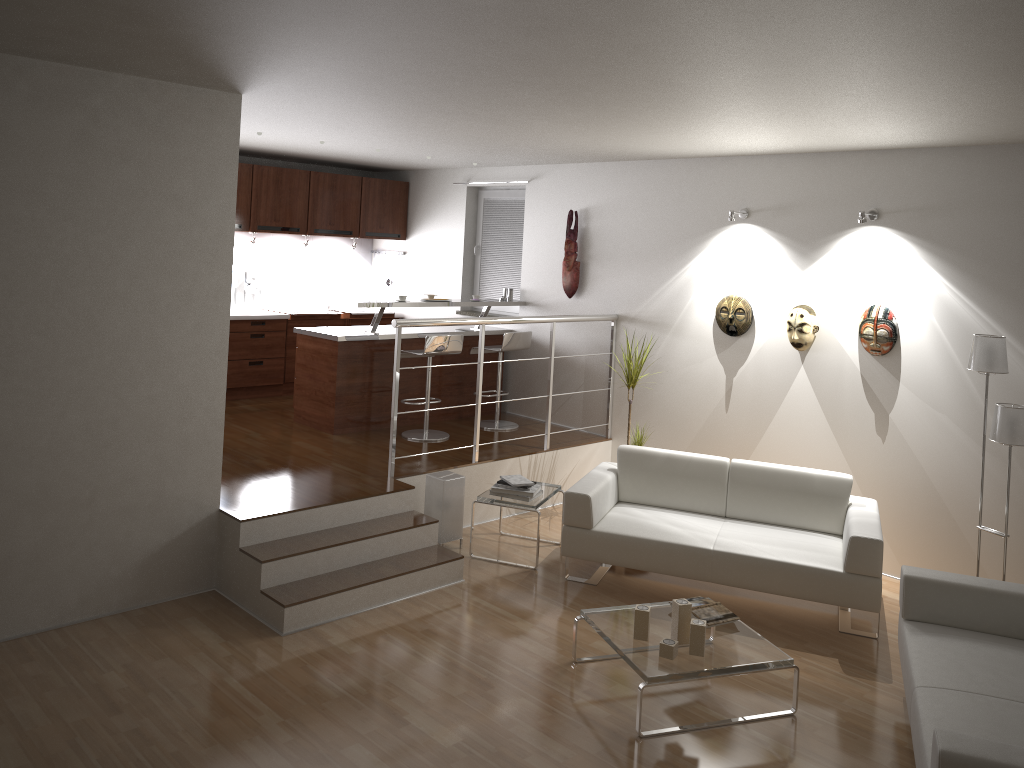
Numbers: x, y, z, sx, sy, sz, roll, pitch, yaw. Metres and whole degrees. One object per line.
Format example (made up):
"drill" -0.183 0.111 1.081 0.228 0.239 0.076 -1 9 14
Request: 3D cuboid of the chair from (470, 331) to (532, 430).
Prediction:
"chair" -0.103 -0.054 7.664 0.428 0.846 0.386 4 2 41

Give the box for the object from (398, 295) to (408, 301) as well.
"object" -0.906 -0.711 7.278 0.079 0.045 0.068 3 6 0

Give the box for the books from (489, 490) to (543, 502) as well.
"books" 0.028 0.710 5.748 0.289 0.027 0.228 7 10 25

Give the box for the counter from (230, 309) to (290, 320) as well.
"counter" -3.151 -0.630 8.039 2.104 0.040 0.687 -6 12 -44

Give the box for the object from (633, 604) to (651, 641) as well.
"object" 0.600 1.093 4.036 0.067 0.150 0.067 3 1 15

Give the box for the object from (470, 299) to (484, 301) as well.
"object" -0.328 -0.754 7.895 0.140 0.008 0.130 7 10 24

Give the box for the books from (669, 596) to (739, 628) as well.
"books" 0.944 1.116 4.307 0.203 0.055 0.295 -2 10 -29

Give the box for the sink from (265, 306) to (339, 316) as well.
"sink" -2.160 -0.682 9.030 0.601 0.199 0.606 -5 11 -44

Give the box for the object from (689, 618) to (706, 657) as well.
"object" 0.829 1.125 3.909 0.067 0.151 0.067 3 1 15

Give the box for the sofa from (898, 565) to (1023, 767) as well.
"sofa" 1.991 1.238 3.278 0.909 0.734 1.794 5 8 20

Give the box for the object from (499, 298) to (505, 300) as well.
"object" -0.095 -0.796 8.214 0.051 0.019 0.051 -4 10 -41

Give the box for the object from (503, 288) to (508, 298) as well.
"object" -0.061 -0.848 8.271 0.053 0.109 0.052 4 2 29

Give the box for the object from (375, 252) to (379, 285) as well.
"object" -1.511 -1.287 9.818 0.008 0.376 0.033 3 0 -45

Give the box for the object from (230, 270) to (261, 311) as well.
"object" -2.659 -0.937 8.753 0.329 0.404 0.164 0 3 -45

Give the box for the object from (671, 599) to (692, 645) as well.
"object" 0.776 1.083 4.015 0.067 0.196 0.067 3 1 -20

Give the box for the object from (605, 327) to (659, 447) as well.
"object" 0.883 0.302 6.603 0.500 1.470 0.442 3 1 -32

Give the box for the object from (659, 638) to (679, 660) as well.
"object" 0.692 1.163 3.866 0.067 0.074 0.067 5 4 30

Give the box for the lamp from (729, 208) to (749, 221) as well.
"lamp" 1.678 -1.263 6.524 0.191 0.108 0.081 -3 7 -44

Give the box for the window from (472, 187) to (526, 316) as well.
"window" -0.084 -1.320 8.669 0.141 1.264 0.849 3 2 -45

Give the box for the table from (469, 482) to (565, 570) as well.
"table" 0.047 0.911 5.837 0.466 0.398 0.553 5 6 20

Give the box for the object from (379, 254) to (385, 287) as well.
"object" -1.432 -1.269 9.728 0.020 0.377 0.107 3 0 -45

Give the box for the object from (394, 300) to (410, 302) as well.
"object" -0.921 -0.688 7.270 0.129 0.008 0.141 -5 12 -41

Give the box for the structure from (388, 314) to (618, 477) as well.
"structure" 0.021 0.013 6.615 2.325 1.046 0.057 -4 5 -44

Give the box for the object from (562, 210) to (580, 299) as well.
"object" 0.528 -1.148 7.746 0.151 0.787 0.151 3 0 0

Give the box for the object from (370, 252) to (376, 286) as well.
"object" -1.568 -1.294 9.858 0.033 0.381 0.065 3 0 -45

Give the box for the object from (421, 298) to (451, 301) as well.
"object" -0.659 -0.736 7.659 0.309 0.011 0.220 -5 12 -42

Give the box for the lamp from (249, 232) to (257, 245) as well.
"lamp" -2.493 -1.400 8.423 0.080 0.124 0.080 3 2 -5

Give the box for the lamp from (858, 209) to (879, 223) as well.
"lamp" 2.361 -1.119 5.824 0.191 0.108 0.081 -3 7 -44

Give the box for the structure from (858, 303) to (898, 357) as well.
"structure" 2.412 -0.359 5.807 0.075 0.353 0.266 3 2 -45

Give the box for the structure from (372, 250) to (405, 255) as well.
"structure" -1.382 -1.461 9.734 0.048 0.034 0.603 -3 10 -44

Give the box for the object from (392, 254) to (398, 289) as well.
"object" -1.269 -1.232 9.558 0.024 0.381 0.072 3 0 -45

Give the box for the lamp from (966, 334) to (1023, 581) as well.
"lamp" 2.644 0.575 4.795 0.208 1.666 0.366 3 0 -25

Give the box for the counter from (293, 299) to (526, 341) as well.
"counter" -0.806 -0.611 7.874 2.104 0.316 0.846 -5 11 -44

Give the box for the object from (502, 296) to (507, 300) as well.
"object" -0.070 -0.807 8.208 0.051 0.045 0.051 3 5 3

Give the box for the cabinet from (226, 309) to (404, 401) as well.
"cabinet" -2.671 -0.299 8.526 3.506 0.795 0.686 -5 8 -44

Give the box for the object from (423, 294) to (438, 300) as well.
"object" -0.696 -0.754 7.610 0.140 0.041 0.131 -4 11 -42

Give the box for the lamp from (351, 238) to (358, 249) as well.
"lamp" -1.665 -1.482 9.233 0.080 0.124 0.080 3 2 -5

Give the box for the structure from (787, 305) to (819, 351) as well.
"structure" 2.018 -0.393 6.165 0.129 0.328 0.245 2 3 -44

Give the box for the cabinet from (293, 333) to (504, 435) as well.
"cabinet" -0.964 -0.079 7.845 1.849 0.746 0.638 -4 8 -44

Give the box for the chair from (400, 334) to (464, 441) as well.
"chair" -0.671 0.002 7.109 0.387 0.846 0.428 2 2 -40

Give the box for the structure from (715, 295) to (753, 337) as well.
"structure" 1.652 -0.513 6.578 0.069 0.315 0.319 3 3 -44

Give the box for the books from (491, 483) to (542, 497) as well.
"books" 0.030 0.683 5.749 0.288 0.027 0.229 5 9 15

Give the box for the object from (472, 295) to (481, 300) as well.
"object" -0.320 -0.777 7.905 0.079 0.045 0.068 2 6 -8

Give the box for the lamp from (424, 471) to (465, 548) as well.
"lamp" -0.451 0.847 5.829 0.192 0.479 0.200 2 1 -45

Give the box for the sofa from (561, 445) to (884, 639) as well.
"sofa" 1.281 0.882 5.341 1.788 0.737 0.911 6 6 20

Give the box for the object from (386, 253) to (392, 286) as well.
"object" -1.339 -1.260 9.662 0.091 0.364 0.043 3 0 45

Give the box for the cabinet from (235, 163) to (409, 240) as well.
"cabinet" -2.323 -1.832 8.818 2.720 0.632 0.656 -5 9 -44

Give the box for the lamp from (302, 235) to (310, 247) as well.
"lamp" -2.079 -1.441 8.828 0.080 0.124 0.080 3 2 -5

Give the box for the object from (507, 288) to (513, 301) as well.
"object" -0.015 -0.841 8.234 0.053 0.111 0.052 4 2 29

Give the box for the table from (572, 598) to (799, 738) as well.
"table" 0.790 1.293 4.105 0.793 0.248 0.709 0 8 -19

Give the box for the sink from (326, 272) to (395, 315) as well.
"sink" -1.681 -0.917 9.490 0.672 0.577 0.605 -2 7 -44

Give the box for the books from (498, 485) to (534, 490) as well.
"books" 0.031 0.662 5.749 0.217 0.014 0.153 5 9 15
